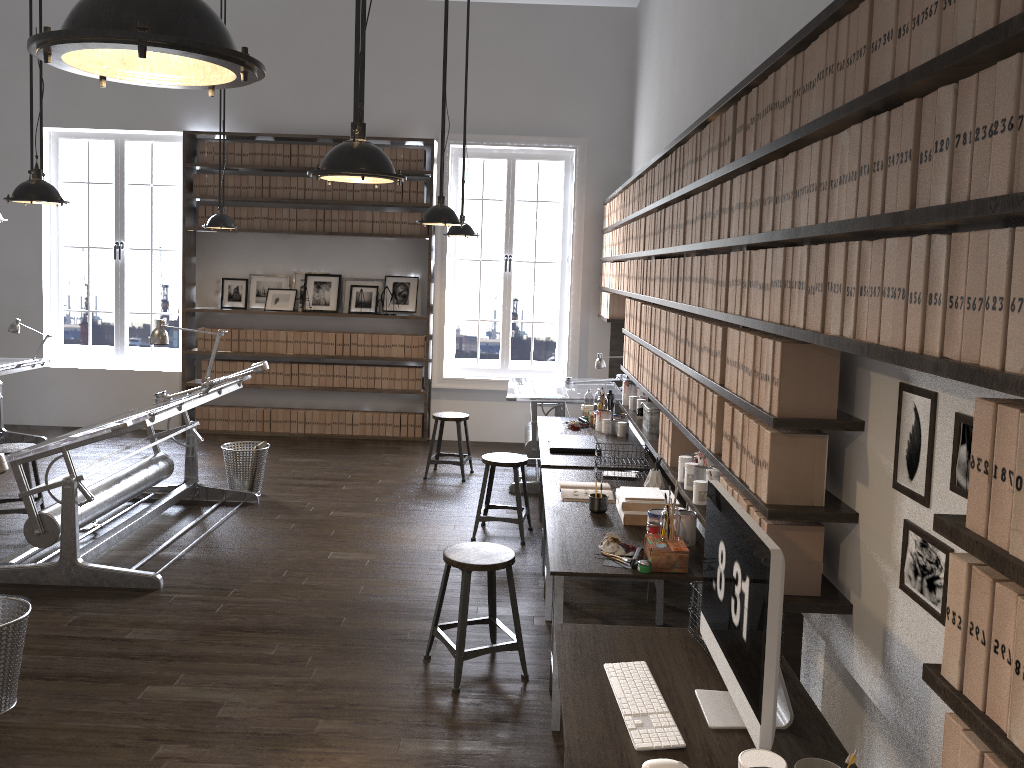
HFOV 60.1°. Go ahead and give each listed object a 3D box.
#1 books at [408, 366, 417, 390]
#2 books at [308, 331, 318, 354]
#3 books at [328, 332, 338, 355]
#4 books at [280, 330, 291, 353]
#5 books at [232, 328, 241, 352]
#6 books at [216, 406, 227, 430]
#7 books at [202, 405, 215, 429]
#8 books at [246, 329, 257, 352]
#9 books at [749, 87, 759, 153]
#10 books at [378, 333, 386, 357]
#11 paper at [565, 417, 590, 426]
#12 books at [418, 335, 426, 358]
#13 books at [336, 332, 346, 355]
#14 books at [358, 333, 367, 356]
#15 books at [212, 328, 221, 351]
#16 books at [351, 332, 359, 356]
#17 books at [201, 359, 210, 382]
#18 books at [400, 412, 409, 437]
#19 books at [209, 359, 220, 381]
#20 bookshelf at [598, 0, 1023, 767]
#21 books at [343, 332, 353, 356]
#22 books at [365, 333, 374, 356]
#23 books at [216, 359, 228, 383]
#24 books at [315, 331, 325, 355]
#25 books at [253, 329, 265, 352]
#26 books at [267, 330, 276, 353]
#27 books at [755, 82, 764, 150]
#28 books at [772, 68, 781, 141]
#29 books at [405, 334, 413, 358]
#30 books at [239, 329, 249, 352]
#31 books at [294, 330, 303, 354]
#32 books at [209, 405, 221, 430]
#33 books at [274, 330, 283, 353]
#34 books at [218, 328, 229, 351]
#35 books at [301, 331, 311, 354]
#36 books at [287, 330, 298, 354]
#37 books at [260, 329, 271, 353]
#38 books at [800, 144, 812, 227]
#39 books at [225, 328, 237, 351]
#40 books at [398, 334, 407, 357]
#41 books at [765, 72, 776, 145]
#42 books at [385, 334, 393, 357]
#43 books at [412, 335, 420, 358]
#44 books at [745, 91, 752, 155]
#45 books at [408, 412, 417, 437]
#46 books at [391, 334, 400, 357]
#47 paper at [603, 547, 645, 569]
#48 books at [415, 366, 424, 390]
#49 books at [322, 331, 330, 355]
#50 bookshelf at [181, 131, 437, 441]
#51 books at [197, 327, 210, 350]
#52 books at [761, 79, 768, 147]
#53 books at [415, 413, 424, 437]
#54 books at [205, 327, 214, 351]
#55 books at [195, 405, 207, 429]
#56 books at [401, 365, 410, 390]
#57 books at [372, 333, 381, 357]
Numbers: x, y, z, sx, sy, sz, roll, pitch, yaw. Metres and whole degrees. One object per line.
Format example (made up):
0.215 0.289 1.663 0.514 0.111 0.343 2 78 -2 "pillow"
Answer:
-1.009 -0.064 9.013 0.067 0.225 0.175 2 6 1 "books"
-2.021 -0.420 8.997 0.067 0.225 0.175 2 6 1 "books"
-1.813 -0.412 8.996 0.067 0.224 0.175 2 6 1 "books"
-2.303 -0.430 9.001 0.067 0.224 0.175 2 6 1 "books"
-2.788 -0.447 9.004 0.067 0.225 0.175 2 6 1 "books"
-2.969 0.346 9.070 0.067 0.224 0.175 2 6 1 "books"
-3.111 0.340 9.073 0.067 0.225 0.175 2 6 1 "books"
-2.642 -0.441 9.003 0.067 0.225 0.175 2 6 1 "books"
0.899 -0.883 2.988 0.174 0.225 0.067 2 5 1 "books"
-1.308 -0.394 8.986 0.067 0.225 0.175 2 6 1 "books"
0.467 0.268 6.341 0.137 0.038 0.156 0 7 -14 "paper"
-0.907 -0.379 8.982 0.067 0.225 0.175 2 6 1 "books"
-1.737 -0.410 8.997 0.067 0.224 0.175 2 6 1 "books"
-1.517 -0.401 8.990 0.067 0.225 0.175 2 6 1 "books"
-2.991 -0.454 9.005 0.067 0.225 0.175 2 6 1 "books"
-1.588 -0.405 8.996 0.067 0.225 0.175 2 6 1 "books"
-3.104 -0.137 9.031 0.067 0.225 0.175 2 6 1 "books"
-1.094 0.413 9.046 0.067 0.225 0.175 2 6 1 "books"
-3.032 -0.135 9.030 0.067 0.225 0.175 2 6 1 "books"
0.954 0.362 4.205 0.373 3.192 9.224 2 7 1 "bookshelf"
-1.663 -0.407 8.991 0.067 0.225 0.175 2 6 1 "books"
-1.447 -0.399 8.994 0.067 0.225 0.175 2 6 1 "books"
-2.960 -0.133 9.033 0.067 0.225 0.175 2 6 1 "books"
-1.949 -0.417 8.993 0.067 0.225 0.175 2 6 1 "books"
-2.571 -0.439 9.007 0.067 0.225 0.175 2 6 1 "books"
-2.433 -0.434 8.999 0.067 0.225 0.175 2 6 1 "books"
0.902 -0.874 2.918 0.174 0.225 0.067 2 5 1 "books"
0.898 -0.848 2.713 0.174 0.224 0.067 2 5 1 "books"
-1.042 -0.385 8.988 0.067 0.225 0.175 2 6 1 "books"
-2.713 -0.445 9.009 0.067 0.225 0.175 2 6 1 "books"
-2.160 -0.425 9.001 0.067 0.225 0.175 2 6 1 "books"
-3.041 0.343 9.069 0.067 0.225 0.175 2 6 1 "books"
-2.366 -0.432 9.003 0.067 0.224 0.175 2 6 1 "books"
-2.927 -0.452 9.009 0.067 0.224 0.175 2 6 1 "books"
-2.091 -0.423 9.002 0.067 0.225 0.175 2 6 1 "books"
-2.231 -0.427 8.998 0.067 0.225 0.175 2 6 1 "books"
-2.500 -0.437 9.006 0.067 0.225 0.175 2 6 1 "books"
0.882 -0.529 2.398 0.174 0.224 0.067 2 5 1 "books"
-2.862 -0.450 9.010 0.067 0.224 0.175 2 6 1 "books"
-1.112 -0.387 8.985 0.067 0.225 0.175 2 6 1 "books"
0.894 -0.856 2.780 0.174 0.225 0.067 2 5 1 "books"
-1.242 -0.392 8.990 0.067 0.224 0.175 2 6 1 "books"
-0.972 -0.383 8.989 0.067 0.225 0.175 2 6 1 "books"
0.904 -0.892 3.059 0.174 0.225 0.067 2 5 1 "books"
-1.019 0.415 9.051 0.067 0.224 0.175 2 6 1 "books"
-1.179 -0.389 8.988 0.067 0.224 0.175 2 6 1 "books"
0.424 0.653 3.355 0.137 0.038 0.156 4 7 15 "paper"
-0.938 -0.061 9.008 0.067 0.225 0.175 2 6 1 "books"
-1.876 -0.414 8.992 0.067 0.225 0.175 2 6 1 "books"
-2.054 -0.623 9.026 2.473 3.708 0.414 2 4 1 "bookshelf"
-3.135 -0.459 9.010 0.067 0.225 0.175 2 6 1 "books"
0.901 -0.865 2.847 0.174 0.225 0.067 2 5 1 "books"
-0.944 0.418 9.047 0.067 0.224 0.175 2 6 1 "books"
-3.063 -0.456 9.006 0.067 0.225 0.175 2 6 1 "books"
-3.181 0.338 9.076 0.067 0.225 0.175 2 6 1 "books"
-1.080 -0.066 9.014 0.067 0.225 0.175 2 6 1 "books"
-1.376 -0.397 8.993 0.067 0.225 0.175 2 6 1 "books"
